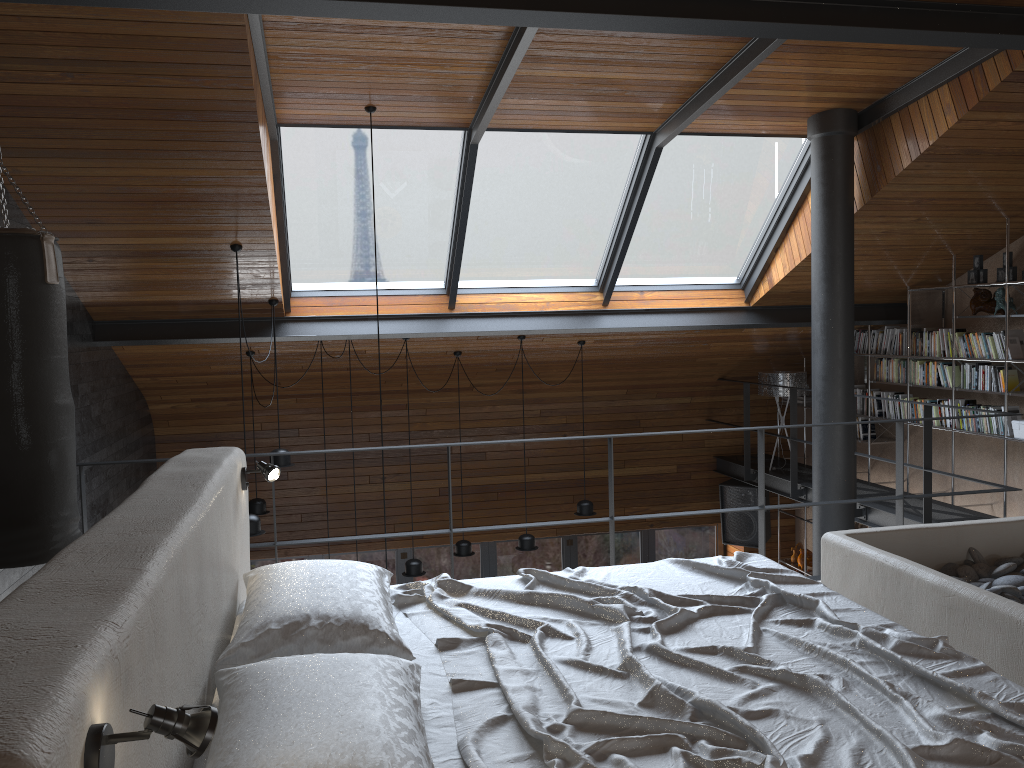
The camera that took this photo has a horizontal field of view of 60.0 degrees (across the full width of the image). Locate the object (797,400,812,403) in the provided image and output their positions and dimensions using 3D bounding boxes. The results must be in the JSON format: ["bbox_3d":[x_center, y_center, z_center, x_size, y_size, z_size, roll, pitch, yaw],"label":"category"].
[{"bbox_3d":[3.210,0.185,9.579,0.262,0.025,0.176,-2,4,-12],"label":"object"}]

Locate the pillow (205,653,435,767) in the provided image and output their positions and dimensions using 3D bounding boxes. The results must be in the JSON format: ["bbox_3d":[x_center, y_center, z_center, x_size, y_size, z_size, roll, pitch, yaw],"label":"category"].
[{"bbox_3d":[-0.391,0.720,1.793,0.502,0.176,0.837,-2,4,-12],"label":"pillow"}]

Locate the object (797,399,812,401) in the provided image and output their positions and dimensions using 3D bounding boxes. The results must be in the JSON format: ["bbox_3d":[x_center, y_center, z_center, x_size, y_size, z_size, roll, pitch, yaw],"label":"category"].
[{"bbox_3d":[3.197,0.167,9.575,0.201,0.013,0.161,-2,4,-12],"label":"object"}]

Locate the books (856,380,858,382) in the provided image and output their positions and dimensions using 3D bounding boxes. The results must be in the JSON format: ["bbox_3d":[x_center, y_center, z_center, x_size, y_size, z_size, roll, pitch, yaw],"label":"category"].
[{"bbox_3d":[3.350,-0.030,8.967,0.234,0.028,0.180,-2,4,-12],"label":"books"}]

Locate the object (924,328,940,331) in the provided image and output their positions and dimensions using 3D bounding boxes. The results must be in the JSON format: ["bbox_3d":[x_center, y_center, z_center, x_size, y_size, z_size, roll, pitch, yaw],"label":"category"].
[{"bbox_3d":[3.602,-0.362,7.608,0.146,0.240,0.023,-2,4,-12],"label":"object"}]

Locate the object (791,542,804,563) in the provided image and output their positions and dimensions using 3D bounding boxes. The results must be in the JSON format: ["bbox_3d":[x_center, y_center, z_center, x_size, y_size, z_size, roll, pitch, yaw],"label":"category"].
[{"bbox_3d":[3.197,1.884,9.911,0.233,0.209,0.107,-3,4,-25],"label":"object"}]

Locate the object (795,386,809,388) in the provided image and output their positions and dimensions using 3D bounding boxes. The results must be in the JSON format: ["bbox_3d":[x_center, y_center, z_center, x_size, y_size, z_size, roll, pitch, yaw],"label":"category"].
[{"bbox_3d":[3.135,0.027,9.827,0.246,0.016,0.182,-2,4,-12],"label":"object"}]

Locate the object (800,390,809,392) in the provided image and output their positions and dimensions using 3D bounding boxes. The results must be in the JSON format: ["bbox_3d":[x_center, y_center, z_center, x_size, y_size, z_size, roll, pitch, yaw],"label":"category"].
[{"bbox_3d":[3.136,0.071,9.813,0.252,0.028,0.180,-2,4,-12],"label":"object"}]

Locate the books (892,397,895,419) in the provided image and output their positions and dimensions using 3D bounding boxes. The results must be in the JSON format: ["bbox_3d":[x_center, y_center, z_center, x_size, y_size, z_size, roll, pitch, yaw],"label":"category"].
[{"bbox_3d":[3.508,0.216,8.033,0.127,0.200,0.046,-2,4,-12],"label":"books"}]

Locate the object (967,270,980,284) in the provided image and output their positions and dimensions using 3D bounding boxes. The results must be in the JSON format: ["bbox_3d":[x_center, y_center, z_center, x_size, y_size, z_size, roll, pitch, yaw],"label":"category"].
[{"bbox_3d":[3.660,-0.844,7.033,0.029,0.117,0.086,-3,4,-26],"label":"object"}]

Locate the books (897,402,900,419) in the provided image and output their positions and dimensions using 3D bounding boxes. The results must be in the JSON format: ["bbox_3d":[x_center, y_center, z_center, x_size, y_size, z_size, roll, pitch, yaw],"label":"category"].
[{"bbox_3d":[3.514,0.232,7.959,0.112,0.176,0.039,-2,4,-12],"label":"books"}]

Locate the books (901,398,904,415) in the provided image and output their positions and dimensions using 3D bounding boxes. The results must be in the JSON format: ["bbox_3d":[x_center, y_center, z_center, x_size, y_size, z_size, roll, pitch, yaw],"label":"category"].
[{"bbox_3d":[3.524,0.225,7.898,0.111,0.197,0.043,-2,4,-12],"label":"books"}]

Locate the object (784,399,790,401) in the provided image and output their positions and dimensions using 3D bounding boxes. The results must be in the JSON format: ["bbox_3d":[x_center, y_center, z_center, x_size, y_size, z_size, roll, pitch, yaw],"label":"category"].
[{"bbox_3d":[3.156,0.176,9.838,0.216,0.013,0.161,-2,4,-12],"label":"object"}]

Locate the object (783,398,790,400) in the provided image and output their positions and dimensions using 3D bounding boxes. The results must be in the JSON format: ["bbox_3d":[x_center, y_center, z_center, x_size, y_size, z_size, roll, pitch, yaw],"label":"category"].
[{"bbox_3d":[3.153,0.163,9.846,0.218,0.013,0.161,-2,4,-12],"label":"object"}]

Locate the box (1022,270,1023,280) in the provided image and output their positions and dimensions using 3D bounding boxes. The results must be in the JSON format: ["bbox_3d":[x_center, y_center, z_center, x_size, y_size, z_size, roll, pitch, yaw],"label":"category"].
[{"bbox_3d":[3.859,-0.792,6.433,0.208,0.079,0.207,-1,4,1],"label":"box"}]

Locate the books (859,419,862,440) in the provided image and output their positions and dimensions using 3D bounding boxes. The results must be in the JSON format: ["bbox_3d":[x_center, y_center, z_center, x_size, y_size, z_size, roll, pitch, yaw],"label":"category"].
[{"bbox_3d":[3.414,0.431,8.535,0.131,0.205,0.051,-2,4,-12],"label":"books"}]

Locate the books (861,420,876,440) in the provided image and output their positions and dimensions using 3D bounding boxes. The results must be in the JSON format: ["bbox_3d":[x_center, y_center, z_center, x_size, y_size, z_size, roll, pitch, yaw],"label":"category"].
[{"bbox_3d":[3.419,0.440,8.506,0.138,0.191,0.049,-2,4,-12],"label":"books"}]

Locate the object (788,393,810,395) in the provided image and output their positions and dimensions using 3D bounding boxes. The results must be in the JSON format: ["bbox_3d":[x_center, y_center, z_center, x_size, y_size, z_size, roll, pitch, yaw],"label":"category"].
[{"bbox_3d":[3.141,0.109,9.815,0.246,0.016,0.182,-2,4,-12],"label":"object"}]

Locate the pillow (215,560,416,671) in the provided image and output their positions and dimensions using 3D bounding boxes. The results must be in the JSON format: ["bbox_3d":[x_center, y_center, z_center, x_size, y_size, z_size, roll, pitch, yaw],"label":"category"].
[{"bbox_3d":[-0.580,0.671,2.667,0.509,0.173,0.842,-2,4,-12],"label":"pillow"}]

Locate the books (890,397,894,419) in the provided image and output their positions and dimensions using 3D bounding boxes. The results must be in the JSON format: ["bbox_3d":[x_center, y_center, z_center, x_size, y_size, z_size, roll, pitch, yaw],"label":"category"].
[{"bbox_3d":[3.499,0.215,8.043,0.127,0.200,0.046,-2,4,-12],"label":"books"}]

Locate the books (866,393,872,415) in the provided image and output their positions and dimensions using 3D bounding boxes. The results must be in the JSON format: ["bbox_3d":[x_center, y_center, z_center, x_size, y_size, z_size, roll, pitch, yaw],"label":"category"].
[{"bbox_3d":[3.416,0.187,8.389,0.137,0.215,0.014,-2,4,-12],"label":"books"}]

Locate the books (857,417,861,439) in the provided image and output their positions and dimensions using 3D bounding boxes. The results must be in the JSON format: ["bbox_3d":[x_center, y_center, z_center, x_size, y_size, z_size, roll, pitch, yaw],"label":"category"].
[{"bbox_3d":[3.405,0.425,8.576,0.133,0.218,0.051,-2,4,-12],"label":"books"}]

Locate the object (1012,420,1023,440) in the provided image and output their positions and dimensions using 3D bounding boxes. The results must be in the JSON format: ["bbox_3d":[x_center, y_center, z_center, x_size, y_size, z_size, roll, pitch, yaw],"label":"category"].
[{"bbox_3d":[3.869,0.336,6.507,0.295,0.136,0.228,-2,4,-12],"label":"object"}]

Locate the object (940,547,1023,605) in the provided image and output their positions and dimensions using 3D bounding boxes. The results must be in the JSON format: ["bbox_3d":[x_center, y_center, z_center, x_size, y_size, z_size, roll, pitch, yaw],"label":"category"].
[{"bbox_3d":[2.448,0.863,3.470,1.842,0.246,1.436,-2,4,-12],"label":"object"}]

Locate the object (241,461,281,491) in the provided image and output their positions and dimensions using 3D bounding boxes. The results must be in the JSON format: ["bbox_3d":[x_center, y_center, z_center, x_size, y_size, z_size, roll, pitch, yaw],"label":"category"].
[{"bbox_3d":[-0.929,0.336,3.224,0.165,0.106,0.085,0,4,16],"label":"object"}]

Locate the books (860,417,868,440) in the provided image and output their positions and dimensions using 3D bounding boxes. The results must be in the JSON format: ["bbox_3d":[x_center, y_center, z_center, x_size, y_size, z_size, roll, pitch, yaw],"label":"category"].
[{"bbox_3d":[3.417,0.427,8.522,0.137,0.216,0.049,-2,4,-12],"label":"books"}]

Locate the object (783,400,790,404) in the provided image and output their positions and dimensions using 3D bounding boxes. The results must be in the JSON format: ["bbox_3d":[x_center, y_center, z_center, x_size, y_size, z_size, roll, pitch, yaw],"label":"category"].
[{"bbox_3d":[3.142,0.195,9.836,0.234,0.025,0.176,-2,4,-12],"label":"object"}]

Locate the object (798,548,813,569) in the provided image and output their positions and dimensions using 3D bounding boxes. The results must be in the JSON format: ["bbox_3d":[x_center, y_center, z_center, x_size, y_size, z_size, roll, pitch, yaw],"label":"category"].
[{"bbox_3d":[3.254,1.899,9.668,0.278,0.222,0.138,-2,4,-2],"label":"object"}]

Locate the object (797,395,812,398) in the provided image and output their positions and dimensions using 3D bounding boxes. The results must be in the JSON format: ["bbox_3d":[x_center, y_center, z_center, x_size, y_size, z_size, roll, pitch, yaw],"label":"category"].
[{"bbox_3d":[3.188,0.138,9.581,0.203,0.013,0.161,-2,4,-12],"label":"object"}]

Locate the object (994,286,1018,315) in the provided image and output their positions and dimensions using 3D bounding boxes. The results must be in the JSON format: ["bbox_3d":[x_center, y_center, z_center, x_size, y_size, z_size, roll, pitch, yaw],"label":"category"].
[{"bbox_3d":[3.759,-0.633,6.746,0.197,0.220,0.102,-3,4,-28],"label":"object"}]

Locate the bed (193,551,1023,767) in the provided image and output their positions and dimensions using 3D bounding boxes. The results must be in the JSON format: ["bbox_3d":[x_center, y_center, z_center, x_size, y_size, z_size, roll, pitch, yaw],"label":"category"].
[{"bbox_3d":[0.229,0.928,2.425,2.011,0.484,1.826,-2,4,-12],"label":"bed"}]

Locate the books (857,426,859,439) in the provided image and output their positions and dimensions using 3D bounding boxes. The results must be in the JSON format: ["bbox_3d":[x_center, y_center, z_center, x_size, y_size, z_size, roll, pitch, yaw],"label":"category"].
[{"bbox_3d":[3.405,0.435,8.589,0.126,0.197,0.047,-2,4,-12],"label":"books"}]

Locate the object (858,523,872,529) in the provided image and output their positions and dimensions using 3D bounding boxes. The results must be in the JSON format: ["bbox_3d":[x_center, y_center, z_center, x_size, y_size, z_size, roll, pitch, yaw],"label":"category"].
[{"bbox_3d":[3.491,1.272,8.636,0.207,0.442,0.328,-3,4,-19],"label":"object"}]

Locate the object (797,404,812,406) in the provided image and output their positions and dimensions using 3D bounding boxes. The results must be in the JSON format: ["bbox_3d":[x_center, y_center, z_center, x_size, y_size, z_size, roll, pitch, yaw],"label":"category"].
[{"bbox_3d":[3.197,0.217,9.584,0.201,0.012,0.161,-2,4,-12],"label":"object"}]

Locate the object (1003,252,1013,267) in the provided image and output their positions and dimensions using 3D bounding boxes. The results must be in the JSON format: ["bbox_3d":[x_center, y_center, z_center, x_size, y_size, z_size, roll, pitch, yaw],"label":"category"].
[{"bbox_3d":[3.772,-0.947,6.747,0.029,0.114,0.084,-2,4,0],"label":"object"}]

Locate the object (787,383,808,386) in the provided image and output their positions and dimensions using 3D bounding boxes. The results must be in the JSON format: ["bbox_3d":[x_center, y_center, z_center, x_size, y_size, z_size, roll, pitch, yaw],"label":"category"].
[{"bbox_3d":[3.132,0.011,9.836,0.246,0.016,0.182,-2,4,-12],"label":"object"}]

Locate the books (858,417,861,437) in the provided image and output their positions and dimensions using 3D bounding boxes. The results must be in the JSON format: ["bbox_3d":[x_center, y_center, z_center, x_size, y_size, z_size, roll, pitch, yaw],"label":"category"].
[{"bbox_3d":[3.420,0.426,8.566,0.137,0.216,0.049,-2,4,-12],"label":"books"}]

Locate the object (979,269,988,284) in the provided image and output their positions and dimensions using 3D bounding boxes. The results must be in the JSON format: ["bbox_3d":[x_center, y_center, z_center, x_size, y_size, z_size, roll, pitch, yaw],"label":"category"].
[{"bbox_3d":[3.690,-0.839,6.939,0.029,0.117,0.086,-1,4,8],"label":"object"}]

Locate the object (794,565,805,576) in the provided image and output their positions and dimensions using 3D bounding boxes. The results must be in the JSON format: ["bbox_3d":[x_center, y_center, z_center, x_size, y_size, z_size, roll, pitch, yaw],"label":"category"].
[{"bbox_3d":[3.217,2.124,9.909,0.116,0.229,0.233,0,4,28],"label":"object"}]

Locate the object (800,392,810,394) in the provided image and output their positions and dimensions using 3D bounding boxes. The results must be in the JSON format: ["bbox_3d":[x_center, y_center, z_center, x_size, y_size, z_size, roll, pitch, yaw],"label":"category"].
[{"bbox_3d":[3.140,0.093,9.815,0.246,0.016,0.182,-2,4,-12],"label":"object"}]

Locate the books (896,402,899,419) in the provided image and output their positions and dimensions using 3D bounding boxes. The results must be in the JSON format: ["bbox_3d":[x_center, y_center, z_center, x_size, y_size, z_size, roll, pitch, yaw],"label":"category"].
[{"bbox_3d":[3.517,0.228,7.971,0.117,0.182,0.044,-2,4,-12],"label":"books"}]

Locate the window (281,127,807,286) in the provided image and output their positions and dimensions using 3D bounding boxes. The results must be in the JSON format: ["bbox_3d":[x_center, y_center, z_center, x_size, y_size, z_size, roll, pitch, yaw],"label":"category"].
[{"bbox_3d":[0.241,-1.330,6.790,3.818,1.031,1.213,-2,4,-12],"label":"window"}]

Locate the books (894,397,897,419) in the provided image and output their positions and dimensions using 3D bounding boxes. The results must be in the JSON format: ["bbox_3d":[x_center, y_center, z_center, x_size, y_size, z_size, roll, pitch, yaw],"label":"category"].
[{"bbox_3d":[3.519,0.215,8.006,0.125,0.206,0.055,-2,4,-12],"label":"books"}]

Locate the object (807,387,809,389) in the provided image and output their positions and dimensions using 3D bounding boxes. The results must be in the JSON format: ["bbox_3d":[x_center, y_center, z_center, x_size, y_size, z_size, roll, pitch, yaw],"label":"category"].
[{"bbox_3d":[3.143,0.046,9.829,0.233,0.021,0.174,-2,4,-12],"label":"object"}]

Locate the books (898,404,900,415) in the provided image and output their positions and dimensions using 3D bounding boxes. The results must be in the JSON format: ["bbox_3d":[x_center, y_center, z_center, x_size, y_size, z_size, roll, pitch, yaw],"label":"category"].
[{"bbox_3d":[3.516,0.233,7.942,0.112,0.176,0.039,-2,4,-12],"label":"books"}]

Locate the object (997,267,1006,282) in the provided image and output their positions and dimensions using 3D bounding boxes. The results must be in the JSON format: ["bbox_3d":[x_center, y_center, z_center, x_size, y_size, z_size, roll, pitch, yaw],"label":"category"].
[{"bbox_3d":[3.767,-0.834,6.802,0.029,0.117,0.086,-3,4,-22],"label":"object"}]

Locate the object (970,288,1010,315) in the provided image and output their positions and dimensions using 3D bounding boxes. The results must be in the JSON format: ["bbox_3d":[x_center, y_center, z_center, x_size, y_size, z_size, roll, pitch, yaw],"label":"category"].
[{"bbox_3d":[3.741,-0.649,6.948,0.278,0.222,0.138,1,4,34],"label":"object"}]

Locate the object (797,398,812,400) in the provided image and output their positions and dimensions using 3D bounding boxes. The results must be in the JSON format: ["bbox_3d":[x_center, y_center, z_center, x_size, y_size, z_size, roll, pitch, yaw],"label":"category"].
[{"bbox_3d":[3.217,0.154,9.563,0.228,0.016,0.182,-2,4,-12],"label":"object"}]

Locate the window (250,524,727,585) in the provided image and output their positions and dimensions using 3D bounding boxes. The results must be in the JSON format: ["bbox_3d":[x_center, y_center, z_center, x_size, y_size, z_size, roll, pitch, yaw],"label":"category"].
[{"bbox_3d":[-0.254,2.389,10.118,5.936,1.522,0.101,-2,4,-12],"label":"window"}]

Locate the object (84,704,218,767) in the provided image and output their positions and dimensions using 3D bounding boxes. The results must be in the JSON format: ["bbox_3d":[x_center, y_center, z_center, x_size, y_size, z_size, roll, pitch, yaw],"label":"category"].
[{"bbox_3d":[-0.456,0.460,1.132,0.156,0.106,0.087,-2,4,-15],"label":"object"}]

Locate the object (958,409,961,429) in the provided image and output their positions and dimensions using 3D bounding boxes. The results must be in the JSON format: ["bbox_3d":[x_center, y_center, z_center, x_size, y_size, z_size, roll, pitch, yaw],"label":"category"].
[{"bbox_3d":[3.691,0.270,7.209,0.131,0.180,0.042,-2,4,-13],"label":"object"}]

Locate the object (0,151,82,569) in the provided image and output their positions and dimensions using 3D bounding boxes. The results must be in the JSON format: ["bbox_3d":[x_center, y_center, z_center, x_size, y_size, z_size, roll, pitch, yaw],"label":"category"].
[{"bbox_3d":[-1.963,-0.106,3.464,0.445,1.603,0.442,0,4,15],"label":"object"}]

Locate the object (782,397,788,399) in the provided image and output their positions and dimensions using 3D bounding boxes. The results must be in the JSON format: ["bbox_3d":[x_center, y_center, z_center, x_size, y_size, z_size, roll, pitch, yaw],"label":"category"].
[{"bbox_3d":[3.140,0.152,9.834,0.243,0.012,0.159,-2,4,-12],"label":"object"}]

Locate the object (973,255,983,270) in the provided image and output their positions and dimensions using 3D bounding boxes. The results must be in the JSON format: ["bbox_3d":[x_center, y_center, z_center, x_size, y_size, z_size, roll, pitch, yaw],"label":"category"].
[{"bbox_3d":[3.669,-0.957,6.978,0.029,0.114,0.084,-2,4,-5],"label":"object"}]

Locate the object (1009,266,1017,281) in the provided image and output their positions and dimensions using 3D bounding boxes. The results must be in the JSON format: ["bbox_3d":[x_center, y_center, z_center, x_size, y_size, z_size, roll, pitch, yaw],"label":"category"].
[{"bbox_3d":[3.789,-0.829,6.707,0.029,0.117,0.086,-1,4,13],"label":"object"}]

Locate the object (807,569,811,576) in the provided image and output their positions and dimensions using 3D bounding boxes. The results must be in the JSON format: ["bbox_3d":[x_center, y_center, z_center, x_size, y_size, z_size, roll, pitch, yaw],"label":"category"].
[{"bbox_3d":[3.265,2.139,9.713,0.060,0.223,0.267,1,4,33],"label":"object"}]
